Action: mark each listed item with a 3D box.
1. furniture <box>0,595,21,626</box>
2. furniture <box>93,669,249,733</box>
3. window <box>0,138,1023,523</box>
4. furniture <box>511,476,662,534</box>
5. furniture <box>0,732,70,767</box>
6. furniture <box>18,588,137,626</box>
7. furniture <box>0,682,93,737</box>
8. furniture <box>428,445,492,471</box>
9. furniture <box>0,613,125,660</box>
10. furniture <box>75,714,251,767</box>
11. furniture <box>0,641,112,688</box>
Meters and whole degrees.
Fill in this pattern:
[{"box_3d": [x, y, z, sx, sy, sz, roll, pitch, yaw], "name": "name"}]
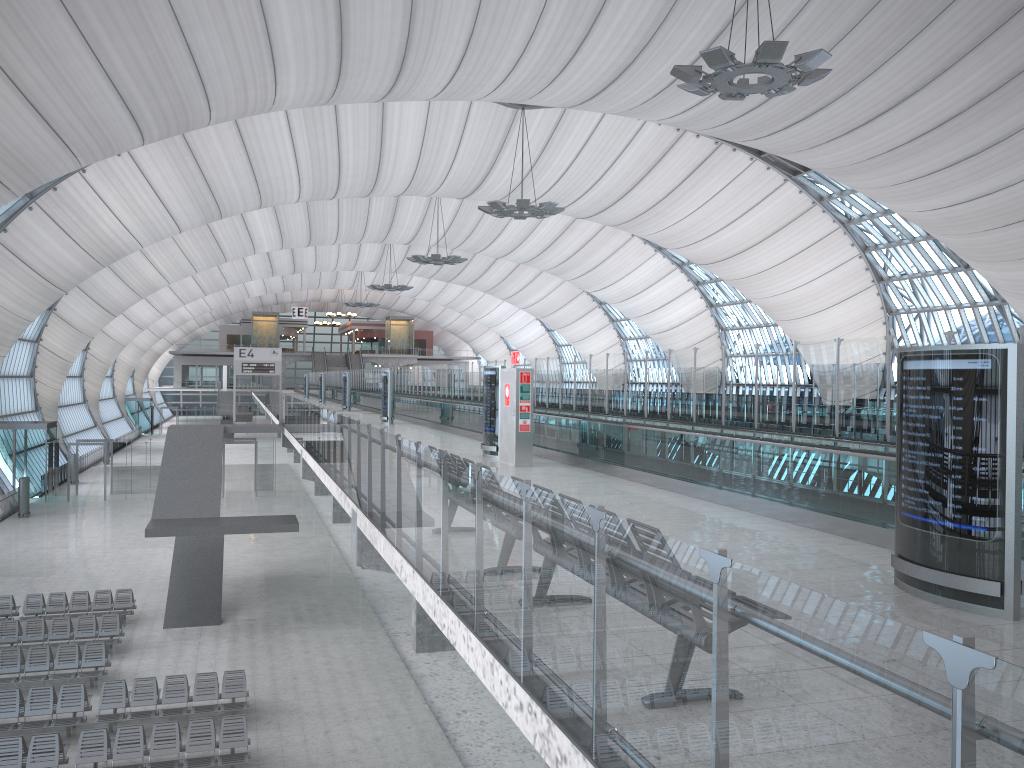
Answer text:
[{"box_3d": [-14.109, 5.890, 22.522, 2.705, 0.913, 1.572, 1, 0, -17], "name": "furniture"}, {"box_3d": [-6.414, 6.006, 16.878, 2.705, 0.913, 1.572, 1, 0, -17], "name": "furniture"}, {"box_3d": [-10.481, -3.706, 76.000, 50.537, 20.004, 167.818, 1, 0, -17], "name": "window"}, {"box_3d": [0.671, 1.128, 5.398, 0.713, 0.902, 2.520, 1, 0, -17], "name": "furniture"}, {"box_3d": [-8.425, 5.995, 13.745, 2.705, 0.913, 1.572, 1, 0, -17], "name": "furniture"}, {"box_3d": [-11.389, 5.919, 23.361, 2.705, 0.913, 1.572, 1, 0, -17], "name": "furniture"}, {"box_3d": [-9.133, 5.977, 16.040, 2.705, 0.913, 1.572, 1, 0, -17], "name": "furniture"}, {"box_3d": [-0.202, 1.106, 8.291, 0.713, 0.902, 2.520, 1, 0, -17], "name": "furniture"}, {"box_3d": [-10.611, 5.939, 20.837, 2.705, 0.913, 1.572, 1, 0, -17], "name": "furniture"}, {"box_3d": [-5.706, 6.024, 14.584, 2.705, 0.913, 1.572, 1, 0, -17], "name": "furniture"}, {"box_3d": [-9.920, 5.957, 18.592, 2.705, 0.913, 1.572, 1, 0, -17], "name": "furniture"}]
